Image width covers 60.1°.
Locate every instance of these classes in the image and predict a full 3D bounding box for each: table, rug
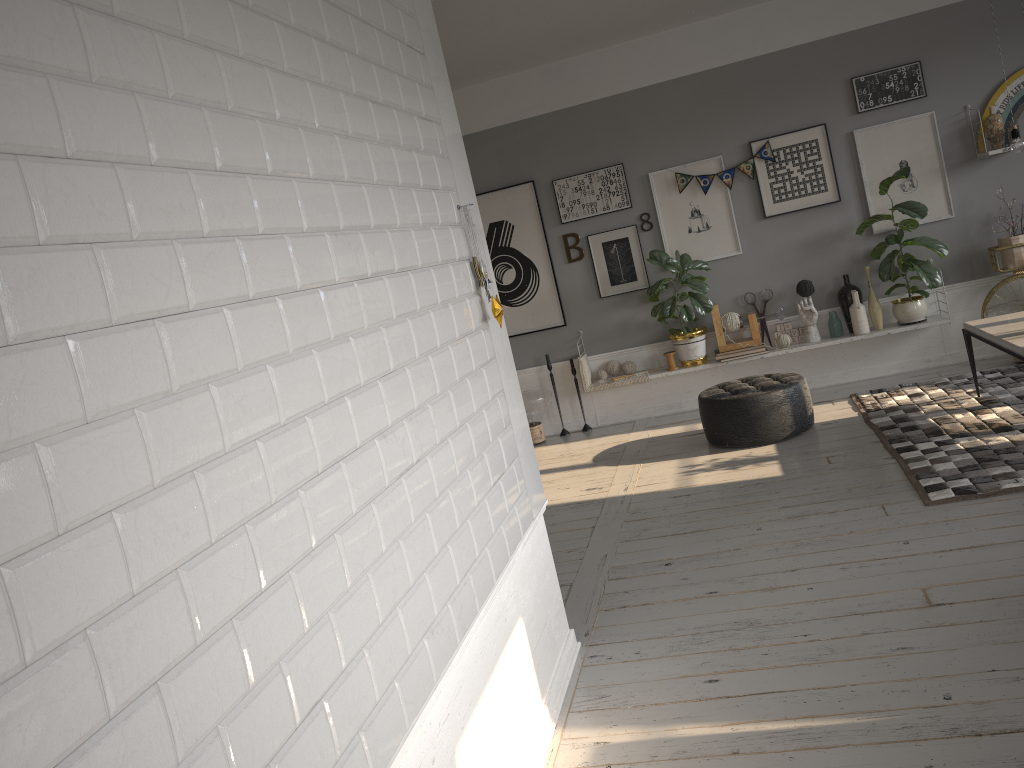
[{"bbox_3d":[3.058,-0.070,4.779,0.729,0.508,1.470,-11,8,15],"label":"table"},{"bbox_3d":[3.013,0.149,5.052,1.764,0.034,2.551,-11,8,15],"label":"rug"}]

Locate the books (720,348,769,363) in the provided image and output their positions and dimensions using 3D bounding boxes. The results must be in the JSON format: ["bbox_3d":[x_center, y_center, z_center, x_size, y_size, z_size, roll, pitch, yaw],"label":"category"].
[{"bbox_3d":[1.806,-0.236,6.934,0.367,0.021,0.299,-12,8,9],"label":"books"}]

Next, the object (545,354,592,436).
[{"bbox_3d":[0.456,0.065,7.354,0.279,0.697,0.092,-13,4,6],"label":"object"}]

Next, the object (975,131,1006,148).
[{"bbox_3d":[3.431,-1.752,6.330,0.061,0.165,0.196,-17,7,-42],"label":"object"}]

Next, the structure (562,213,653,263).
[{"bbox_3d":[0.792,-1.195,7.232,0.736,0.262,0.024,-11,4,14],"label":"structure"}]

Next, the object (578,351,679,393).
[{"bbox_3d":[0.946,-0.154,7.147,0.782,0.305,0.332,-11,6,15],"label":"object"}]

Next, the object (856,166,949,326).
[{"bbox_3d":[2.893,-1.013,6.551,0.419,1.144,0.565,-16,6,-36],"label":"object"}]

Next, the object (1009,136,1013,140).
[{"bbox_3d":[3.623,-1.763,6.381,0.062,0.081,0.062,-14,6,-10],"label":"object"}]

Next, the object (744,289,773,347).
[{"bbox_3d":[1.991,-0.514,7.009,0.221,0.461,0.019,-12,4,14],"label":"object"}]

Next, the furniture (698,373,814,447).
[{"bbox_3d":[1.644,0.164,5.982,0.735,0.355,0.740,-13,7,1],"label":"furniture"}]

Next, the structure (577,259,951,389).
[{"bbox_3d":[1.891,-0.436,6.920,2.766,0.484,0.311,-11,5,14],"label":"structure"}]

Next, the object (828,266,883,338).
[{"bbox_3d":[2.574,-0.621,6.709,0.288,0.486,0.331,-15,6,-25],"label":"object"}]

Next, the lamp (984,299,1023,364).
[{"bbox_3d":[3.608,-0.371,6.261,0.430,0.435,0.437,-7,8,45],"label":"lamp"}]

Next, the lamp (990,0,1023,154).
[{"bbox_3d":[1.957,-1.823,4.543,1.402,1.529,0.074,-15,4,-17],"label":"lamp"}]

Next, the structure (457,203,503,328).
[{"bbox_3d":[-0.105,-0.405,3.056,0.078,0.445,0.135,-13,4,3],"label":"structure"}]

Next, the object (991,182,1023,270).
[{"bbox_3d":[3.701,-1.165,6.330,0.485,0.638,0.256,-10,6,32],"label":"object"}]

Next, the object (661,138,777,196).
[{"bbox_3d":[1.641,-1.675,6.947,0.911,0.338,0.058,-11,4,14],"label":"object"}]

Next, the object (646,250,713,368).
[{"bbox_3d":[1.336,-0.612,6.932,0.510,0.959,0.548,-13,5,0],"label":"object"}]

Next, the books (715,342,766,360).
[{"bbox_3d":[1.788,-0.257,6.931,0.383,0.029,0.262,-11,8,15],"label":"books"}]

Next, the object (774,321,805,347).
[{"bbox_3d":[2.186,-0.402,6.940,0.263,0.172,0.079,-11,5,20],"label":"object"}]

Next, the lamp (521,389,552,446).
[{"bbox_3d":[0.153,0.278,7.303,0.430,0.435,0.437,-9,7,36],"label":"lamp"}]

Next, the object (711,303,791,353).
[{"bbox_3d":[1.861,-0.454,6.894,0.544,0.438,0.241,-11,5,14],"label":"object"}]

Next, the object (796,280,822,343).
[{"bbox_3d":[2.279,-0.562,6.801,0.154,0.481,0.137,-12,4,14],"label":"object"}]

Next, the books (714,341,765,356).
[{"bbox_3d":[1.782,-0.280,6.940,0.378,0.017,0.231,-11,8,11],"label":"books"}]

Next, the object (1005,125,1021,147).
[{"bbox_3d":[3.576,-1.771,6.309,0.085,0.139,0.086,-12,5,7],"label":"object"}]

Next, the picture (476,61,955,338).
[{"bbox_3d":[-0.710,-0.719,5.534,7.268,1.785,4.079,-11,7,14],"label":"picture"}]

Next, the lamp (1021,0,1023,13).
[{"bbox_3d":[2.062,-1.835,4.454,1.402,1.529,0.074,-15,4,-17],"label":"lamp"}]

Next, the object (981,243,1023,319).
[{"bbox_3d":[4.195,-0.780,6.288,1.623,0.965,0.429,-12,5,5],"label":"object"}]

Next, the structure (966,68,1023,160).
[{"bbox_3d":[4.340,-1.951,6.176,2.015,0.951,0.269,-11,5,14],"label":"structure"}]
